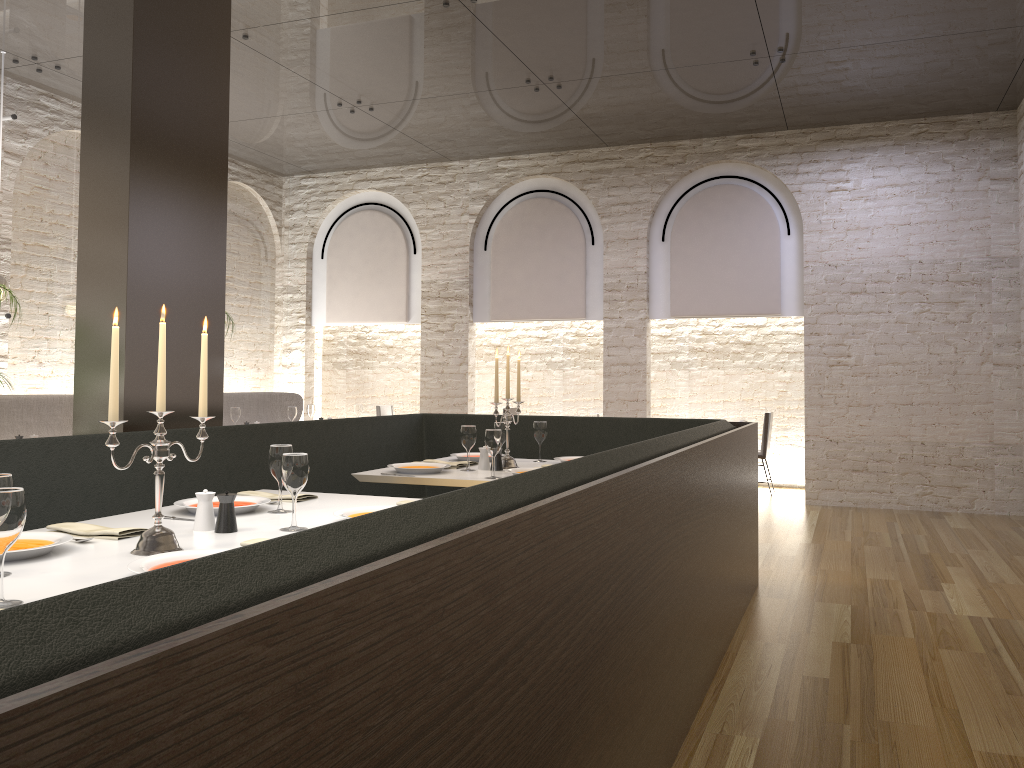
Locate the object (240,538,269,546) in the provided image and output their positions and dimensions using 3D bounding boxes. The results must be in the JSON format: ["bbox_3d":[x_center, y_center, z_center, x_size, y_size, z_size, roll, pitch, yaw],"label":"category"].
[{"bbox_3d":[-0.566,0.435,2.356,0.273,0.033,0.142,0,0,21],"label":"object"}]

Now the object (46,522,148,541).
[{"bbox_3d":[-1.209,0.430,2.602,0.273,0.033,0.142,0,0,21],"label":"object"}]

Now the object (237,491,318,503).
[{"bbox_3d":[-0.901,0.432,3.404,0.273,0.033,0.142,0,0,21],"label":"object"}]

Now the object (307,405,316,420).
[{"bbox_3d":[-1.939,0.315,8.546,0.086,0.231,0.086,2,-3,-39],"label":"object"}]

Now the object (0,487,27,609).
[{"bbox_3d":[-1.020,0.326,1.769,0.086,0.231,0.086,1,-2,-27],"label":"object"}]

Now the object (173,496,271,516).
[{"bbox_3d":[-1.001,0.425,3.069,0.321,0.036,0.321,0,0,17],"label":"object"}]

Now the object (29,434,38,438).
[{"bbox_3d":[-2.987,0.370,5.534,0.059,0.109,0.059,0,-2,13],"label":"object"}]

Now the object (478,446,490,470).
[{"bbox_3d":[-0.145,0.387,4.630,0.068,0.127,0.069,1,-2,-27],"label":"object"}]

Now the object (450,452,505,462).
[{"bbox_3d":[-0.200,0.429,5.155,0.321,0.036,0.321,0,0,17],"label":"object"}]

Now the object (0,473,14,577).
[{"bbox_3d":[-1.193,0.325,2.034,0.086,0.231,0.086,0,-2,21],"label":"object"}]

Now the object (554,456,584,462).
[{"bbox_3d":[0.392,0.433,4.926,0.321,0.036,0.321,0,0,-21],"label":"object"}]

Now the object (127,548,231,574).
[{"bbox_3d":[-0.714,0.427,2.046,0.321,0.036,0.321,0,0,41],"label":"object"}]

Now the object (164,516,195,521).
[{"bbox_3d":[-1.085,0.434,2.874,0.185,0.010,0.017,0,-1,21],"label":"object"}]

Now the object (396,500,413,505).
[{"bbox_3d":[-0.258,0.437,3.158,0.273,0.033,0.142,0,0,21],"label":"object"}]

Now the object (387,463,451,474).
[{"bbox_3d":[-0.467,0.427,4.459,0.321,0.036,0.321,0,0,-3],"label":"object"}]

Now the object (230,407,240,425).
[{"bbox_3d":[-2.343,0.313,7.495,0.086,0.231,0.086,2,-3,-39],"label":"object"}]

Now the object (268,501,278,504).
[{"bbox_3d":[-0.930,0.433,3.276,0.181,0.015,0.038,0,0,22],"label":"object"}]

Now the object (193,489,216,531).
[{"bbox_3d":[-0.930,0.383,2.684,0.069,0.127,0.068,0,-2,15],"label":"object"}]

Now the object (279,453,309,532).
[{"bbox_3d":[-0.663,0.328,2.700,0.086,0.231,0.086,-1,-2,33],"label":"object"}]

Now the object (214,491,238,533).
[{"bbox_3d":[-0.854,0.383,2.652,0.069,0.127,0.068,0,-2,15],"label":"object"}]

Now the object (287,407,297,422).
[{"bbox_3d":[-1.943,0.316,7.826,0.086,0.231,0.086,2,-3,-39],"label":"object"}]

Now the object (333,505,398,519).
[{"bbox_3d":[-0.409,0.429,2.839,0.321,0.036,0.321,0,0,17],"label":"object"}]

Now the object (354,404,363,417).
[{"bbox_3d":[-1.539,0.318,8.878,0.086,0.231,0.086,2,-3,-39],"label":"object"}]

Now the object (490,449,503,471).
[{"bbox_3d":[-0.079,0.388,4.579,0.068,0.127,0.069,1,-2,-27],"label":"object"}]

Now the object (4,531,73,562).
[{"bbox_3d":[-1.306,0.423,2.275,0.321,0.036,0.321,0,0,41],"label":"object"}]

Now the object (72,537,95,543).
[{"bbox_3d":[-1.238,0.431,2.474,0.181,0.015,0.038,0,0,22],"label":"object"}]

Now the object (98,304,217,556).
[{"bbox_3d":[-0.931,0.112,2.347,0.131,0.658,0.389,-1,-2,32],"label":"object"}]

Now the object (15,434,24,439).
[{"bbox_3d":[-3.069,0.369,5.516,0.059,0.109,0.059,0,-2,13],"label":"object"}]

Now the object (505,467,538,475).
[{"bbox_3d":[0.124,0.432,4.230,0.321,0.036,0.321,0,0,-3],"label":"object"}]

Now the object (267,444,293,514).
[{"bbox_3d":[-0.799,0.327,3.060,0.086,0.231,0.086,-1,-2,33],"label":"object"}]
